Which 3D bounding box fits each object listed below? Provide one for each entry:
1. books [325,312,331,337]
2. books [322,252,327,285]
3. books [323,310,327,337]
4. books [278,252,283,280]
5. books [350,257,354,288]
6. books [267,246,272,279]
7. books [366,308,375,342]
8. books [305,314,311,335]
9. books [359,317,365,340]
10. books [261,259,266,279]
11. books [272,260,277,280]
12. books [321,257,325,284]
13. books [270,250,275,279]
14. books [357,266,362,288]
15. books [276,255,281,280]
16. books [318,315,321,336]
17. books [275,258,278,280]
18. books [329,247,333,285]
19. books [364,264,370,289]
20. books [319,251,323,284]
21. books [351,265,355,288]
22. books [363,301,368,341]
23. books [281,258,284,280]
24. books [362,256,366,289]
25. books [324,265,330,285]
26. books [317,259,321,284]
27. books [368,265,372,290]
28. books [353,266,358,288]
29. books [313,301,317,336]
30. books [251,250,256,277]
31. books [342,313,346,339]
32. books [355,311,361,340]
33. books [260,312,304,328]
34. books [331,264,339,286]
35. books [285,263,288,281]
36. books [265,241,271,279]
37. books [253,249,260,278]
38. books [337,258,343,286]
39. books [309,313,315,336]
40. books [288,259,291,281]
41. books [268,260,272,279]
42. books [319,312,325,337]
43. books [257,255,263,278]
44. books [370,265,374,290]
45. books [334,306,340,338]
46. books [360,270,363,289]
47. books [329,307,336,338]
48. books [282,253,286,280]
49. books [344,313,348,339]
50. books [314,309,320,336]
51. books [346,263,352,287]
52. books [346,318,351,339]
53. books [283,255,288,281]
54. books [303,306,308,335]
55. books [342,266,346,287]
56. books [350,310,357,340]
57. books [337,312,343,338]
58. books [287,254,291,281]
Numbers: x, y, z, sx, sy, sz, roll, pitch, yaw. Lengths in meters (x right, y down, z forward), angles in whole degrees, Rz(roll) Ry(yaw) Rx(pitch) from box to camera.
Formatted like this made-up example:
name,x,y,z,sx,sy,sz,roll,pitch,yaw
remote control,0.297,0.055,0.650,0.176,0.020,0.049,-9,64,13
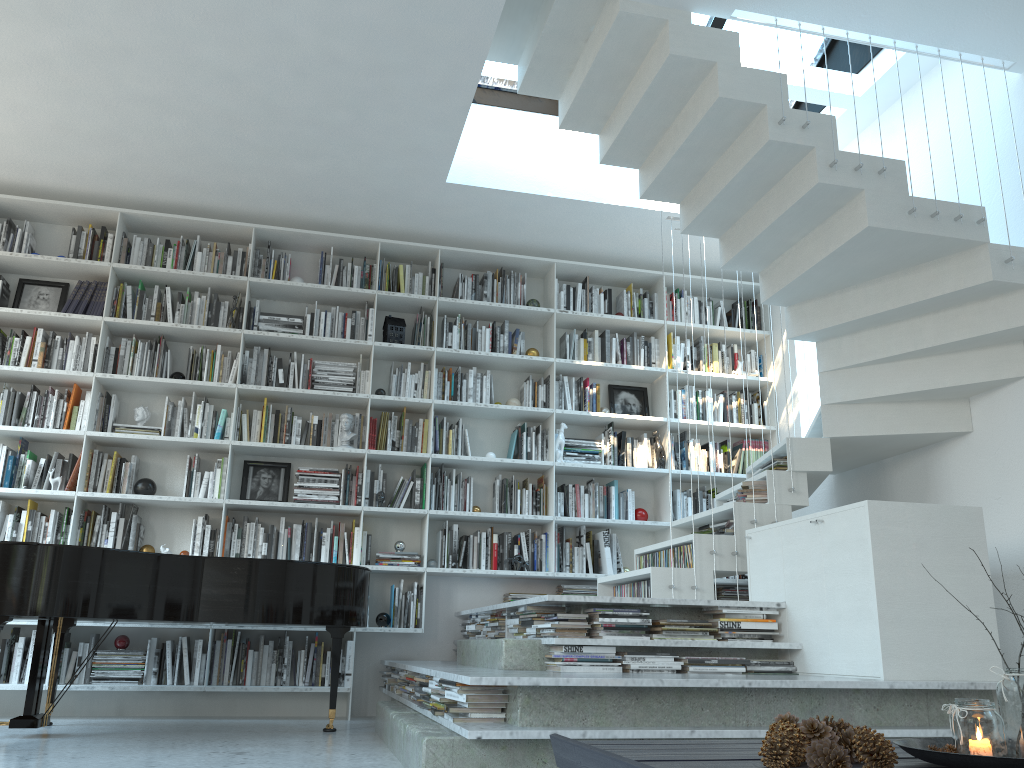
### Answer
name,x,y,z,sx,sy,sz,roll,pitch,yaw
books,-1.262,-0.356,6.066,0.028,0.218,0.184,5,-17,-12
books,-1.309,-0.749,6.168,0.011,0.295,0.157,5,-16,-12
books,-1.284,-0.367,6.074,0.012,0.243,0.132,5,-16,-12
books,-1.595,-0.757,6.102,0.013,0.263,0.147,5,-16,-12
books,-1.125,-0.726,6.189,0.010,0.269,0.180,5,-17,-12
books,-1.669,-0.778,6.092,0.010,0.295,0.153,5,-16,-12
books,-0.974,-0.359,6.072,0.037,0.236,0.273,5,-17,-12
books,-1.390,-0.353,6.029,0.025,0.187,0.194,5,-17,-12
books,-1.040,-0.331,6.107,0.029,0.202,0.192,5,-17,-12
books,-1.699,-0.734,6.064,0.026,0.194,0.167,5,-17,-12
books,-1.632,-0.727,6.084,0.023,0.195,0.172,5,-17,-12
books,-1.322,-0.733,6.169,0.011,0.266,0.129,5,-16,-12
books,-1.645,-0.765,6.079,0.011,0.264,0.164,5,-16,-12
books,-1.082,-0.694,6.230,0.026,0.233,0.137,5,-16,-12
books,-1.609,-0.748,6.103,0.014,0.247,0.139,5,-16,-12
books,-1.322,-0.351,6.062,0.011,0.203,0.133,5,-16,-12
books,-1.622,-0.738,6.111,0.006,0.232,0.136,5,-16,-12
books,-1.266,-0.765,6.172,0.010,0.330,0.186,5,-16,-12
books,-1.026,-0.700,6.224,0.028,0.243,0.161,5,-17,-12
books,-1.329,-0.751,6.155,0.014,0.291,0.176,5,-16,-12
books,-1.117,-0.697,6.194,0.012,0.216,0.180,5,-17,-12
books,-1.021,-0.390,6.138,0.012,0.333,0.156,5,-16,-12
books,-1.580,-0.735,6.095,0.016,0.218,0.144,5,-16,-12
books,-1.046,-0.730,6.236,0.012,0.307,0.138,5,-16,-12
books,-1.292,-0.702,6.172,0.031,0.208,0.147,5,-17,-12
books,-1.346,-0.725,6.162,0.012,0.244,0.151,5,-16,-12
books,-1.008,-0.695,6.238,0.014,0.243,0.145,5,-16,-12
books,-1.096,-0.693,6.179,0.023,0.201,0.193,5,-17,-12
books,-1.346,-0.399,6.040,0.011,0.283,0.190,5,-17,-12
books,-1.768,-0.764,6.070,0.012,0.253,0.161,5,-16,-12
books,-1.160,-0.352,6.093,0.010,0.229,0.152,5,-16,-12
books,-1.071,-0.358,6.122,0.029,0.260,0.133,5,-16,-12
books,-1.561,-0.436,6.029,0.285,0.024,0.160,5,-17,-13
books,-1.239,-0.704,6.167,0.050,0.210,0.173,5,-17,-12
books,-1.552,-0.715,6.104,0.010,0.186,0.153,5,-17,-12
books,-1.682,-0.799,6.100,0.014,0.340,0.145,5,-16,-12
books,-1.745,-0.768,6.055,0.026,0.252,0.186,5,-17,-12
books,-1.205,-0.724,6.200,0.028,0.269,0.140,5,-16,-12
books,-1.373,-0.360,6.067,0.024,0.222,0.129,5,-16,-12
books,-1.538,-0.734,6.127,0.004,0.235,0.138,5,-16,-12
books,-1.662,-0.730,6.093,0.011,0.205,0.146,5,-17,-12
books,-1.300,-0.359,6.055,0.027,0.216,0.190,5,-17,-12
books,-1.726,-0.749,6.075,0.023,0.227,0.157,5,-17,-12
books,-0.992,-0.694,6.232,0.014,0.238,0.153,5,-16,-12
books,-1.208,-0.376,6.084,0.023,0.268,0.185,5,-17,-12
books,-1.061,-0.680,6.225,0.014,0.203,0.135,5,-16,-12
books,-1.238,-0.374,6.099,0.029,0.272,0.141,5,-16,-12
books,-1.569,-0.752,6.101,0.005,0.254,0.168,5,-16,-12
books,-1.148,-0.353,6.090,0.012,0.230,0.159,5,-17,-12
books,-1.334,-0.371,6.052,0.021,0.237,0.172,5,-17,-12
books,-1.145,-0.707,6.194,0.023,0.235,0.154,5,-16,-12
books,-1.127,-0.332,6.085,0.029,0.187,0.176,5,-17,-12
books,-1.565,-0.744,6.120,0.013,0.249,0.148,5,-16,-12
books,-1.409,-0.385,6.038,0.012,0.253,0.161,5,-16,-12
books,-1.172,-0.694,6.179,0.033,0.202,0.167,5,-17,-12
books,-1.097,-0.359,6.099,0.032,0.247,0.174,5,-17,-12
books,-1.184,-0.354,6.075,0.023,0.222,0.191,5,-17,-12
books,-1.540,-0.749,6.110,0.011,0.255,0.144,5,-16,-12
